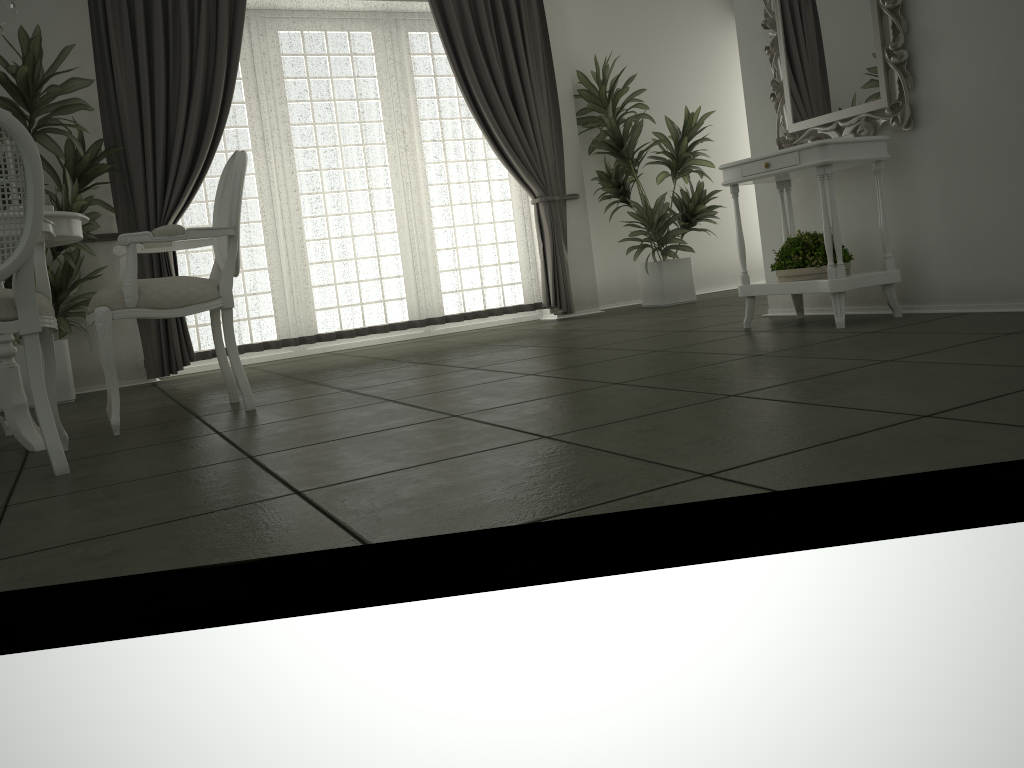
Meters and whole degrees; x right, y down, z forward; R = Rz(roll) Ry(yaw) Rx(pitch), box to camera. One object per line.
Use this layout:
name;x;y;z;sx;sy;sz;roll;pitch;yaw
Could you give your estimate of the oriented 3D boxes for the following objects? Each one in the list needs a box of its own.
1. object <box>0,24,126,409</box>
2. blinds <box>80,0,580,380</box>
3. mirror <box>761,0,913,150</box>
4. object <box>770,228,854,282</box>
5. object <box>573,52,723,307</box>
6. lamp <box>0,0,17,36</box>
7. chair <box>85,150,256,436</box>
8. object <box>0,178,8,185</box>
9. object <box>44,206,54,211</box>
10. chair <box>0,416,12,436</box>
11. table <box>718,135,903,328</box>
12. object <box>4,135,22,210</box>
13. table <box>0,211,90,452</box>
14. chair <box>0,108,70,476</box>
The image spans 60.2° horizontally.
object;-2.815;-0.914;4.974;1.163;2.089;1.042;-8;3;-8
blinds;-1.121;-1.551;6.299;3.681;2.594;0.659;-10;3;-26
mirror;1.502;-1.737;4.211;0.082;1.204;0.837;-8;4;-26
object;1.397;-0.611;4.118;0.376;0.231;0.346;-11;6;-30
object;1.148;-1.688;7.134;1.163;2.089;1.042;-8;3;-8
lamp;-2.184;-2.514;3.167;0.591;2.430;0.597;-5;3;42
chair;-1.367;-0.399;3.594;0.694;1.060;0.594;-9;4;-25
object;-1.967;-0.708;3.247;0.210;0.248;0.212;-7;4;7
object;-1.779;-0.653;3.377;0.062;0.049;0.078;-7;6;7
chair;-2.541;-0.244;3.536;0.687;1.060;0.600;-5;4;29
table;1.380;-0.683;4.111;0.435;0.802;0.698;-9;4;-26
object;-1.955;-0.794;3.451;0.087;0.363;0.088;-5;3;42
table;-1.901;-0.172;3.241;0.745;0.827;0.740;-10;5;-29
chair;-1.624;-0.236;2.560;0.599;1.060;0.688;-9;4;-35
